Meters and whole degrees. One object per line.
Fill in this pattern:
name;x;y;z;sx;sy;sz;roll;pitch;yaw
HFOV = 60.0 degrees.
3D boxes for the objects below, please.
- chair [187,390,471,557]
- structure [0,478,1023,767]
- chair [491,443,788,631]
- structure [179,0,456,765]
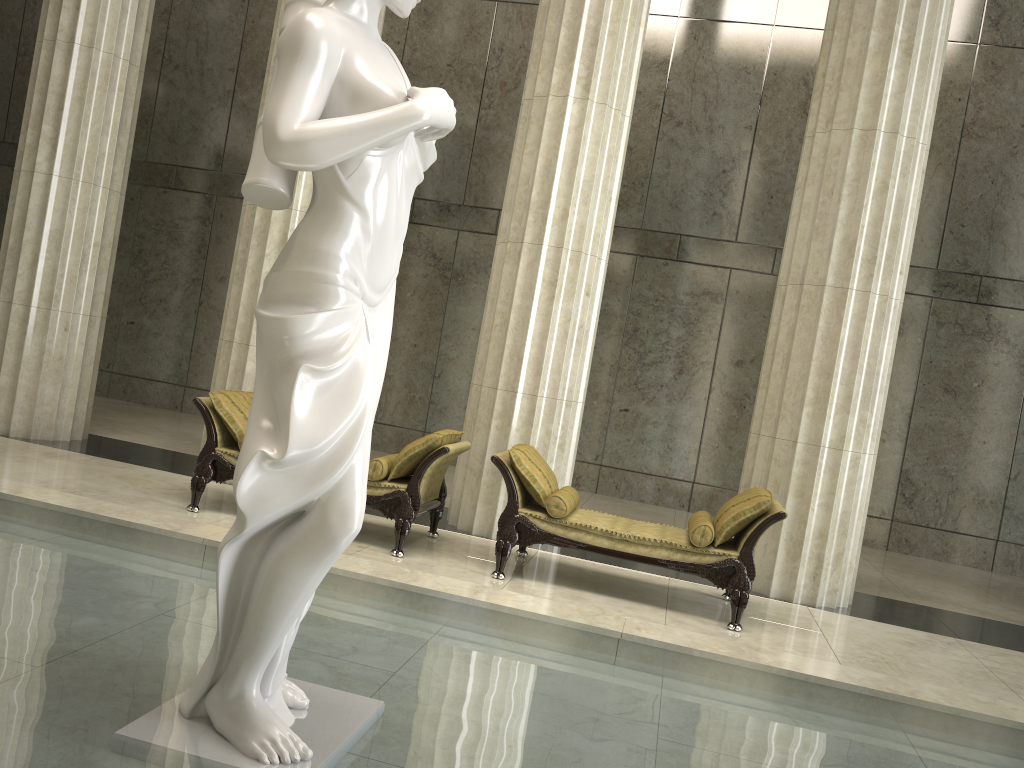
chair;-1.501;0.678;7.201;2.172;0.950;0.993;10;1;11
structure;-0.914;1.265;3.105;11.573;0.508;3.754;10;1;11
chair;0.885;1.097;6.728;2.172;0.950;0.993;10;1;11
structure;-0.648;-0.163;3.049;0.729;3.044;0.940;10;1;6
